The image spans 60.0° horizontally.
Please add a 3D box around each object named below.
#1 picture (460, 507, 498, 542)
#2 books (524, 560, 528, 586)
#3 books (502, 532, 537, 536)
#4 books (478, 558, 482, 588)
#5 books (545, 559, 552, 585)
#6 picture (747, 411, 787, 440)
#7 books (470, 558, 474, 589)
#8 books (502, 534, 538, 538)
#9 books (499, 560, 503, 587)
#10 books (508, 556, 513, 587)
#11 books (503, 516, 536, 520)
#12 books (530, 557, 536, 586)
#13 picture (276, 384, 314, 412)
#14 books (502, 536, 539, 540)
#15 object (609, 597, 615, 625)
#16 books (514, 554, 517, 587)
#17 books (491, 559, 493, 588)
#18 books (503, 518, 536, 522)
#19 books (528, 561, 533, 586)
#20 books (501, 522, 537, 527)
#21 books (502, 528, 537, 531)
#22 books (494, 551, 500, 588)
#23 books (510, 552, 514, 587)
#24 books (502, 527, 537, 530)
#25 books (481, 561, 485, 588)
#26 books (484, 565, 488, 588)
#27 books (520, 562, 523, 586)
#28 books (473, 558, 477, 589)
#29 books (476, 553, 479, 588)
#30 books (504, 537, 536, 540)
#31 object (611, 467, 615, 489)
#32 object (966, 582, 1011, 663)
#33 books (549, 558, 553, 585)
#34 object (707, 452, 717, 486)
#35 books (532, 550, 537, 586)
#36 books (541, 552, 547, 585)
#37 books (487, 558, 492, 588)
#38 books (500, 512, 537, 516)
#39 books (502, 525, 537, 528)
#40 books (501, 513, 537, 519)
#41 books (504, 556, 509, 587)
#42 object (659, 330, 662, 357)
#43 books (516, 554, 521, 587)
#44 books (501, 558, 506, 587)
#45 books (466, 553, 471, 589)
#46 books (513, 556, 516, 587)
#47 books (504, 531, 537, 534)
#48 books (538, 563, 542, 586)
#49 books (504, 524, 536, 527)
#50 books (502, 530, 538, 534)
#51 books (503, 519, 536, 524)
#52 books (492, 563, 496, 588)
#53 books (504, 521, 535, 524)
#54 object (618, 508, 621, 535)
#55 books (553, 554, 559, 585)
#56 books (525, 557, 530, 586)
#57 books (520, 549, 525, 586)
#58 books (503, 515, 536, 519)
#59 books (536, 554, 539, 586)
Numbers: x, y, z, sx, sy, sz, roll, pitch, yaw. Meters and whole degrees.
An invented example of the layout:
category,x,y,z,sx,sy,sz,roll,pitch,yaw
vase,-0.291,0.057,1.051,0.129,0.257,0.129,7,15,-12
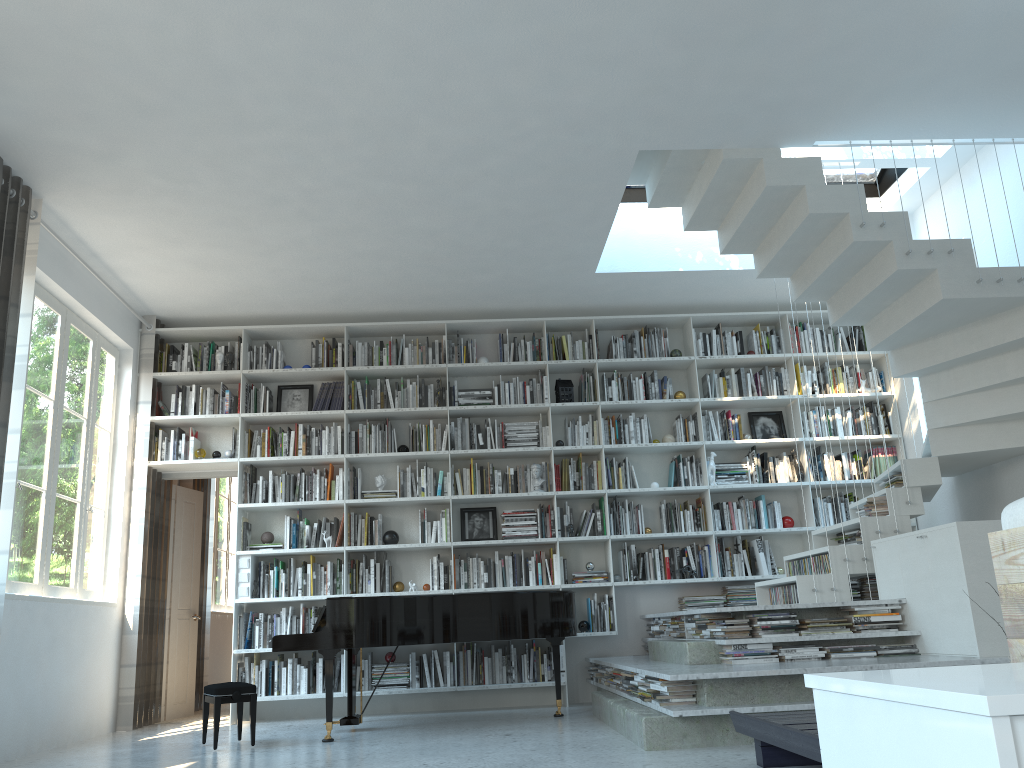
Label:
category,x,y,z,sx,sy,sz,roll,pitch,yaw
picture,-0.272,1.164,7.300,0.300,0.299,0.078,-2,-15,-3
books,0.107,1.536,7.154,0.024,0.206,0.183,-2,-15,-3
books,0.063,1.233,7.239,0.285,0.012,0.160,-3,-16,1
books,-0.261,1.534,7.154,0.021,0.243,0.142,-2,-15,-3
books,0.289,1.526,7.161,0.042,0.211,0.169,-2,-15,-3
picture,2.204,0.379,7.640,0.300,0.299,0.078,-2,-15,-3
books,-0.324,1.536,7.153,0.024,0.247,0.132,-2,-15,-3
books,0.063,1.247,7.245,0.285,0.012,0.160,-2,-16,-4
books,-0.095,1.541,7.161,0.025,0.220,0.140,-2,-15,-3
books,-0.015,1.521,7.150,0.026,0.244,0.192,-2,-15,-3
books,0.057,1.107,7.278,0.254,0.012,0.161,-1,-16,-6
books,0.168,1.521,7.161,0.023,0.234,0.175,-2,-15,-3
picture,-1.833,0.148,7.493,0.300,0.299,0.078,-2,-15,-3
books,0.065,1.256,7.233,0.285,0.012,0.160,0,-16,-8
object,0.798,1.829,7.037,0.011,0.259,0.142,-2,-15,-3
books,0.028,1.514,7.162,0.010,0.260,0.182,-2,-15,-3
books,-0.163,1.536,7.149,0.013,0.229,0.139,-2,-15,-3
books,0.058,1.119,7.272,0.254,0.012,0.161,-1,-16,-7
books,0.145,1.536,7.155,0.023,0.204,0.168,-2,-15,-3
books,0.060,1.153,7.260,0.285,0.012,0.160,-3,-16,1
books,0.061,1.202,7.257,0.285,0.012,0.160,-2,-16,-2
books,-0.122,1.505,7.160,0.026,0.291,0.152,-2,-15,-3
books,0.003,1.507,7.180,0.014,0.285,0.135,-2,-15,-3
books,0.061,1.189,7.258,0.285,0.012,0.160,-2,-16,-2
books,-0.238,1.541,7.130,0.023,0.217,0.175,-2,-15,-3
books,-0.211,1.555,7.123,0.029,0.183,0.175,-2,-15,-3
books,0.072,1.543,7.164,0.021,0.202,0.128,-2,-15,-3
books,-0.298,1.531,7.137,0.027,0.245,0.180,-2,-15,-3
books,-0.278,1.512,7.140,0.013,0.281,0.167,-2,-15,-3
books,0.065,1.270,7.236,0.254,0.012,0.161,-2,-16,-2
object,0.832,0.808,7.398,0.013,0.207,0.140,-2,-15,-3
object,1.741,0.871,3.037,0.309,0.520,0.436,-10,-17,26
books,0.315,1.524,7.164,0.011,0.216,0.166,-2,-15,-3
object,1.645,0.702,7.297,0.087,0.287,0.075,-12,-17,30
books,0.184,1.495,7.181,0.014,0.293,0.138,-2,-15,-3
books,0.252,1.502,7.177,0.026,0.271,0.175,-2,-15,-3
books,-0.184,1.530,7.139,0.029,0.237,0.166,-2,-15,-3
books,0.056,1.071,7.282,0.285,0.012,0.160,0,-16,-8
books,0.061,1.176,7.254,0.285,0.012,0.160,-3,-16,1
books,0.056,1.084,7.286,0.285,0.012,0.160,-2,-16,-2
books,-0.042,1.525,7.176,0.025,0.254,0.136,-2,-15,-3
object,1.285,-0.310,7.727,0.006,0.297,0.130,-2,-15,-3
books,0.047,1.510,7.156,0.028,0.263,0.162,-2,-15,-3
books,-0.068,1.530,7.157,0.031,0.236,0.159,-2,-15,-3
books,-0.351,1.517,7.162,0.027,0.289,0.141,-2,-15,-3
books,0.017,1.522,7.170,0.011,0.251,0.159,-2,-15,-3
books,0.063,1.222,7.243,0.254,0.012,0.161,0,-16,-8
books,0.220,1.542,7.152,0.023,0.182,0.169,-2,-15,-3
books,0.061,1.165,7.258,0.254,0.012,0.161,0,-16,-8
books,0.062,1.214,7.257,0.285,0.012,0.160,-2,-16,-3
books,0.058,1.131,7.271,0.254,0.012,0.161,-1,-16,-6
books,-0.143,1.548,7.134,0.023,0.196,0.165,-2,-15,-3
books,0.059,1.143,7.268,0.254,0.012,0.161,-3,-16,-1
object,0.874,1.138,7.329,0.007,0.265,0.135,-2,-15,-3
books,0.347,1.507,7.165,0.033,0.245,0.176,-2,-15,-3
books,0.125,1.525,7.170,0.014,0.234,0.154,-2,-15,-3
books,0.087,1.494,7.167,0.012,0.296,0.178,-2,-15,-3
books,0.057,1.095,7.279,0.254,0.012,0.161,-1,-16,-7
books,0.199,1.514,7.184,0.014,0.255,0.145,-2,-15,-3
